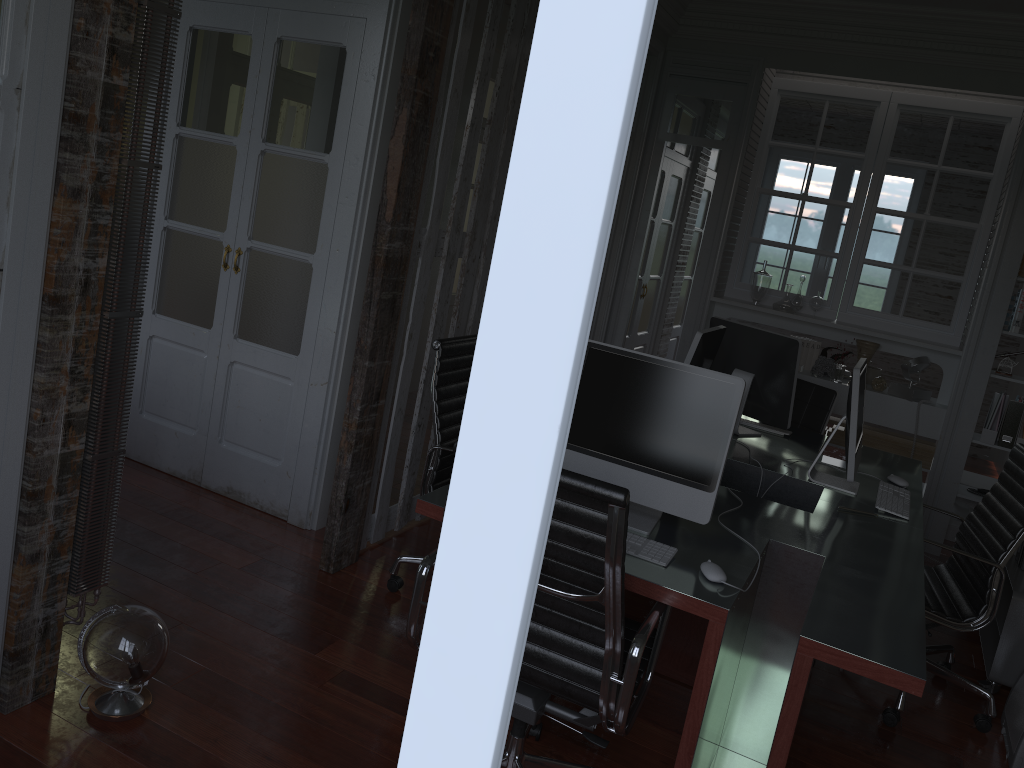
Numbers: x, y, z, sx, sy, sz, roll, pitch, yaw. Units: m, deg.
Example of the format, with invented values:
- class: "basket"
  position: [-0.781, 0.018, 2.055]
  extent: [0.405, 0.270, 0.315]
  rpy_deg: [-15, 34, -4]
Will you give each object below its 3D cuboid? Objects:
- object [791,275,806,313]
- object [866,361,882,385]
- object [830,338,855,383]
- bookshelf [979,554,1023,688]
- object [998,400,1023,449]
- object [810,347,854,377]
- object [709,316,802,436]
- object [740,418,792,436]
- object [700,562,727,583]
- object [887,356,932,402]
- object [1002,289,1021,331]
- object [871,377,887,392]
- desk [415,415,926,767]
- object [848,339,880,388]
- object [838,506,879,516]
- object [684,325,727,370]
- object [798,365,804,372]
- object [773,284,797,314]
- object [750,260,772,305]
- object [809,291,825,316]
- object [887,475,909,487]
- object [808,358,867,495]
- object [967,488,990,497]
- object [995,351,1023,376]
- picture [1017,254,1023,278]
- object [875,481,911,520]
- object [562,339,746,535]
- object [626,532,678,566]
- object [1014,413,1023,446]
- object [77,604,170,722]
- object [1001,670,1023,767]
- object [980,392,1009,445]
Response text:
- class: "object"
  position: [1.839, -0.565, 5.679]
  extent: [0.088, 0.269, 0.088]
  rpy_deg: [14, 9, 18]
- class: "object"
  position: [2.274, -0.081, 5.656]
  extent: [0.160, 0.151, 0.218]
  rpy_deg: [12, 11, 8]
- class: "object"
  position: [2.033, -0.150, 5.433]
  extent: [0.128, 0.285, 0.130]
  rpy_deg: [9, 9, -10]
- class: "bookshelf"
  position: [2.313, 1.010, 3.937]
  extent: [0.438, 0.456, 1.199]
  rpy_deg: [15, 12, 22]
- class: "object"
  position: [2.917, 0.223, 5.170]
  extent: [0.079, 0.275, 0.246]
  rpy_deg: [16, 11, 27]
- class: "object"
  position: [2.020, -0.138, 5.627]
  extent: [0.382, 0.178, 0.159]
  rpy_deg: [1, 14, -40]
- class: "object"
  position: [1.063, -0.024, 4.056]
  extent: [0.189, 0.481, 0.488]
  rpy_deg: [3, 13, -41]
- class: "object"
  position: [1.128, 0.181, 4.283]
  extent: [0.441, 0.017, 0.119]
  rpy_deg: [16, 13, 23]
- class: "object"
  position: [0.516, 0.478, 2.272]
  extent: [0.059, 0.028, 0.107]
  rpy_deg: [9, 12, -8]
- class: "object"
  position: [2.414, -0.045, 5.324]
  extent: [0.187, 0.270, 0.168]
  rpy_deg: [5, 11, -31]
- class: "object"
  position: [2.890, -0.440, 5.167]
  extent: [0.079, 0.247, 0.116]
  rpy_deg: [15, 10, 23]
- class: "object"
  position: [2.243, -0.002, 5.406]
  extent: [0.091, 0.087, 0.094]
  rpy_deg: [5, 12, -30]
- class: "desk"
  position: [0.772, 0.690, 3.363]
  extent: [1.307, 0.721, 2.517]
  rpy_deg: [15, 12, 22]
- class: "object"
  position: [2.152, -0.123, 5.434]
  extent: [0.144, 0.276, 0.143]
  rpy_deg: [18, 12, 37]
- class: "object"
  position: [1.217, 0.447, 3.112]
  extent: [0.149, 0.011, 0.011]
  rpy_deg: [11, 10, -1]
- class: "object"
  position: [0.764, 0.005, 3.641]
  extent: [0.190, 0.481, 0.485]
  rpy_deg: [15, 11, 23]
- class: "object"
  position: [1.792, -0.099, 5.551]
  extent: [0.066, 0.040, 0.066]
  rpy_deg: [7, 11, -19]
- class: "object"
  position: [1.734, -0.532, 5.598]
  extent: [0.148, 0.199, 0.149]
  rpy_deg: [12, 10, 6]
- class: "object"
  position: [1.609, -0.645, 5.737]
  extent: [0.129, 0.313, 0.130]
  rpy_deg: [3, 12, -41]
- class: "object"
  position: [1.951, -0.501, 5.682]
  extent: [0.094, 0.186, 0.095]
  rpy_deg: [11, 9, -2]
- class: "object"
  position: [1.591, 0.396, 3.648]
  extent: [0.059, 0.028, 0.107]
  rpy_deg: [8, 12, -15]
- class: "object"
  position: [1.303, 0.153, 3.431]
  extent: [0.190, 0.481, 0.485]
  rpy_deg: [15, 11, 23]
- class: "object"
  position: [2.887, 0.668, 5.249]
  extent: [0.237, 0.040, 0.297]
  rpy_deg: [6, 12, -21]
- class: "object"
  position: [2.853, -0.137, 5.115]
  extent: [0.092, 0.160, 0.179]
  rpy_deg: [3, 13, -38]
- class: "picture"
  position: [3.089, -0.783, 5.003]
  extent: [0.328, 0.431, 0.009]
  rpy_deg: [15, 10, 23]
- class: "object"
  position: [1.446, 0.436, 3.355]
  extent: [0.119, 0.017, 0.441]
  rpy_deg: [16, 13, 22]
- class: "object"
  position: [0.385, 0.159, 2.566]
  extent: [0.486, 0.481, 0.190]
  rpy_deg: [15, 10, 23]
- class: "object"
  position: [0.226, 0.401, 2.409]
  extent: [0.441, 0.017, 0.119]
  rpy_deg: [16, 13, 23]
- class: "object"
  position: [2.975, 0.248, 5.105]
  extent: [0.079, 0.275, 0.239]
  rpy_deg: [16, 11, 28]
- class: "object"
  position: [-1.081, 0.790, 2.450]
  extent: [0.235, 0.380, 0.222]
  rpy_deg: [11, 9, 1]
- class: "object"
  position: [1.962, 1.157, 3.083]
  extent: [0.364, 0.384, 0.402]
  rpy_deg: [15, 11, 23]
- class: "object"
  position: [2.831, 0.201, 5.194]
  extent: [0.079, 0.275, 0.239]
  rpy_deg: [16, 11, 30]
